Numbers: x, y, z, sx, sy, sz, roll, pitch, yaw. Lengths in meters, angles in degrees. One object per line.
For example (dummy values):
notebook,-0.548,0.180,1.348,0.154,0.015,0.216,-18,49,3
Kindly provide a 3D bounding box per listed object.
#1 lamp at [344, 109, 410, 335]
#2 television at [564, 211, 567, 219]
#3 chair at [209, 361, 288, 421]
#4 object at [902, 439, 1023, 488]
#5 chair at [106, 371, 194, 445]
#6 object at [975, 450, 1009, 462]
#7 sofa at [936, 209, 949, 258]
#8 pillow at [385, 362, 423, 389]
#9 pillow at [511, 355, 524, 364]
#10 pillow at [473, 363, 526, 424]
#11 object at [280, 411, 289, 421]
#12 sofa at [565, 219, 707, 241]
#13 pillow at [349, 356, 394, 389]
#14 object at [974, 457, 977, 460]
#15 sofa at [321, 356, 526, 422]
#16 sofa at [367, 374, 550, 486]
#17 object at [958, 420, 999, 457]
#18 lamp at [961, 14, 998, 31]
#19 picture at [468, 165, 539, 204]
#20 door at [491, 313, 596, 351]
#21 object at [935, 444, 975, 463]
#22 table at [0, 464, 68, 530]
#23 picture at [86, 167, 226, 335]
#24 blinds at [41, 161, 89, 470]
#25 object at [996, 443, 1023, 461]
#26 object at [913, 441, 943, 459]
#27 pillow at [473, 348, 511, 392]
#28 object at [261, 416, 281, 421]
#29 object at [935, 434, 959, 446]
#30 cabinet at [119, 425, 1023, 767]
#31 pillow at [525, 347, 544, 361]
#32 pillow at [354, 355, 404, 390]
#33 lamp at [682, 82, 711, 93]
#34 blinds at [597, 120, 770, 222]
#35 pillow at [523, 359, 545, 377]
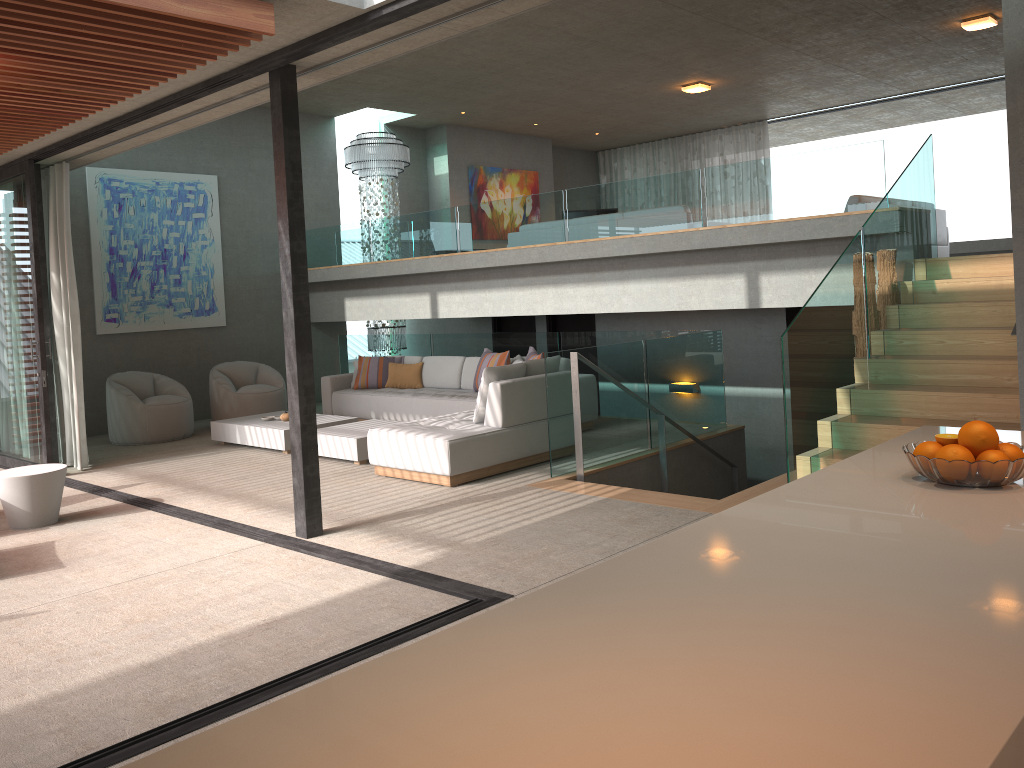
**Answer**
lamp,-2.013,-2.285,13.641,0.998,3.932,1.003,-3,1,23
television,1.348,-2.689,15.119,0.960,0.582,0.189,-3,1,-1
chair,-3.298,0.116,11.065,0.924,0.786,0.922,-5,4,-23
object,1.188,0.209,2.297,0.315,0.082,0.317,2,7,43
chair,-4.191,0.247,10.245,0.926,0.786,0.920,-7,5,-43
object,1.202,0.205,2.209,0.081,0.081,0.081,-1,4,37
sofa,4.779,-1.983,11.692,0.974,0.862,3.262,0,6,43
pillow,-1.289,-0.100,10.654,0.463,0.324,0.227,-3,3,6
pillow,0.021,-0.088,9.333,0.239,0.404,0.596,-3,4,-4
pillow,-0.102,0.078,7.456,0.266,0.482,0.494,-1,4,44
object,-2.374,0.337,9.281,0.120,0.106,0.119,-6,5,-42
sofa,1.342,-1.800,11.724,3.246,0.862,0.978,2,6,43
pillow,-1.724,-0.113,10.972,0.618,0.419,0.312,-4,3,-10
object,1.177,0.202,2.309,0.070,0.071,0.071,-4,3,-8
sofa,-0.730,0.086,9.988,3.458,0.751,1.053,2,7,43
sofa,-0.308,0.316,7.582,1.012,0.731,1.603,1,6,43
object,1.193,0.140,2.262,0.095,0.094,0.094,-5,4,-27
lamp,5.350,-4.129,10.116,0.300,0.092,0.301,2,7,43
picture,-0.097,-3.149,15.481,0.030,1.247,1.758,-2,4,43
door,0.498,0.204,4.711,5.767,4.461,15.405,-2,5,16
object,1.121,0.200,2.238,0.094,0.094,0.095,-1,4,32
table,-3.455,0.815,6.365,0.474,0.392,0.477,-1,4,25
picture,-4.554,-1.720,11.425,0.030,2.045,1.727,-2,3,43
blinds,-4.977,-0.685,9.186,2.423,2.918,0.224,0,3,43
object,1.266,0.194,2.262,0.086,0.087,0.087,-3,3,4
object,1.103,0.194,2.329,0.087,0.087,0.087,-1,4,33
pillow,-0.234,-0.121,9.534,0.312,0.493,0.738,-4,4,-23
object,-2.444,0.363,9.394,0.437,0.039,0.155,-3,5,-1
object,1.210,0.183,2.350,0.173,0.100,0.097,-3,3,-2
cabinet,0.387,0.836,1.391,0.800,0.897,4.140,0,6,43
pillow,0.228,-0.117,9.121,0.279,0.503,0.699,-3,4,-4
pillow,-1.628,-0.143,10.800,0.655,0.441,0.341,-3,3,-3
lamp,2.640,-4.238,12.653,0.300,0.092,0.301,2,7,43
blinds,3.202,-3.367,16.958,3.846,2.723,0.224,1,3,43
pillow,0.228,0.014,7.805,0.238,0.497,0.494,-1,4,44
